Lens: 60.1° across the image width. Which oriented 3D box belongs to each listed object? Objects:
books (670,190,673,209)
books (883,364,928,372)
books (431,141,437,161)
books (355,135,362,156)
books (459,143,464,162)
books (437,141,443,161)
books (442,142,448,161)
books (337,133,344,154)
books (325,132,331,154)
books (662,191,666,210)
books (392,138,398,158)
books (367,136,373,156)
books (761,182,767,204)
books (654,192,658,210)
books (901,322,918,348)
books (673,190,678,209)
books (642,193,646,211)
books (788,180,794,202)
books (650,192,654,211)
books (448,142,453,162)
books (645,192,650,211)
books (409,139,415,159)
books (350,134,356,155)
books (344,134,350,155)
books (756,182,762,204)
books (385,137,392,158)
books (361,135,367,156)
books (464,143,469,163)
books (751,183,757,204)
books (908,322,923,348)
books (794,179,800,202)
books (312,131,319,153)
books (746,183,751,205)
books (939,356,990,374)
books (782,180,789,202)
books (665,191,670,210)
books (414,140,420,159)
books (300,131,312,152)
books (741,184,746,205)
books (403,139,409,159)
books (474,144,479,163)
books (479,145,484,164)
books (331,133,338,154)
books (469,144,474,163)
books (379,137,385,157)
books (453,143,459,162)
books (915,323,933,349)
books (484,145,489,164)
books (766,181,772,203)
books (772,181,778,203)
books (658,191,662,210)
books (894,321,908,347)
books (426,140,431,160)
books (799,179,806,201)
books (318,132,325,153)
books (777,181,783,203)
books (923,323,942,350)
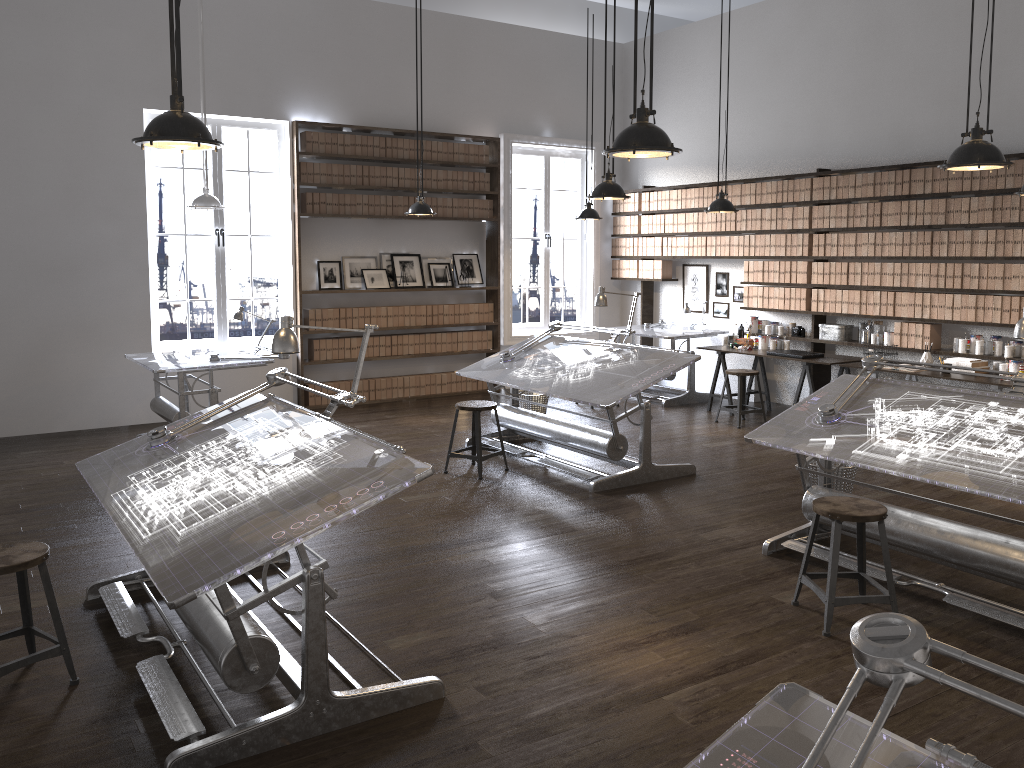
[{"bbox_3d":[1.951,-2.174,10.476,0.175,0.224,0.067,-4,7,-33],"label":"books"},{"bbox_3d":[3.349,-0.143,7.562,0.256,0.029,0.356,-5,10,-32],"label":"books"},{"bbox_3d":[-0.923,-2.644,10.085,0.067,0.224,0.175,-4,7,-33],"label":"books"},{"bbox_3d":[-1.693,-2.572,9.588,0.067,0.225,0.175,-4,7,-33],"label":"books"},{"bbox_3d":[-0.627,-2.672,10.280,0.067,0.224,0.175,-4,7,-33],"label":"books"},{"bbox_3d":[-0.864,-2.650,10.127,0.067,0.224,0.175,-4,7,-33],"label":"books"},{"bbox_3d":[-0.808,-2.656,10.168,0.067,0.224,0.175,-4,7,-33],"label":"books"},{"bbox_3d":[-1.863,-2.556,9.479,0.067,0.225,0.175,-4,7,-33],"label":"books"},{"bbox_3d":[-1.984,-2.546,9.408,0.067,0.224,0.175,-4,7,-33],"label":"books"},{"bbox_3d":[1.879,-2.191,10.588,0.175,0.224,0.067,-4,7,-33],"label":"books"},{"bbox_3d":[-1.336,-2.606,9.826,0.067,0.224,0.175,-4,7,-33],"label":"books"},{"bbox_3d":[-1.580,-2.583,9.668,0.067,0.224,0.175,-4,7,-33],"label":"books"},{"bbox_3d":[2.709,-2.005,9.315,0.175,0.224,0.067,-4,7,-33],"label":"books"},{"bbox_3d":[1.798,-2.207,10.705,0.175,0.224,0.067,-4,7,-33],"label":"books"},{"bbox_3d":[3.617,-0.447,8.044,0.175,0.224,0.067,-4,7,-33],"label":"books"},{"bbox_3d":[1.984,-2.166,10.422,0.175,0.224,0.067,-4,7,-33],"label":"books"},{"bbox_3d":[1.683,-2.235,10.891,0.175,0.224,0.067,-4,7,-33],"label":"books"},{"bbox_3d":[2.899,-1.962,9.020,0.175,0.224,0.067,-4,7,-33],"label":"books"},{"bbox_3d":[1.764,-2.216,10.767,0.175,0.224,0.067,-4,7,-33],"label":"books"},{"bbox_3d":[-0.748,-2.661,10.204,0.067,0.224,0.175,-4,7,-33],"label":"books"},{"bbox_3d":[1.718,-2.225,10.826,0.175,0.225,0.067,-4,7,-33],"label":"books"},{"bbox_3d":[-1.162,-2.623,9.939,0.067,0.224,0.175,-4,7,-33],"label":"books"},{"bbox_3d":[-1.751,-2.567,9.556,0.067,0.224,0.175,-4,7,-33],"label":"books"},{"bbox_3d":[-1.803,-2.562,9.520,0.067,0.224,0.175,-4,7,-33],"label":"books"},{"bbox_3d":[2.670,-2.014,9.373,0.175,0.224,0.067,-4,7,-33],"label":"books"},{"bbox_3d":[-1.395,-2.600,9.781,0.067,0.225,0.175,-4,7,-33],"label":"books"},{"bbox_3d":[-1.640,-2.578,9.629,0.067,0.224,0.175,-4,7,-33],"label":"books"},{"bbox_3d":[-0.575,-2.677,10.315,0.067,0.224,0.175,-4,7,-33],"label":"books"},{"bbox_3d":[2.628,-2.022,9.429,0.175,0.225,0.067,-4,7,-33],"label":"books"},{"bbox_3d":[3.656,-0.439,7.985,0.175,0.224,0.067,-4,7,-33],"label":"books"},{"bbox_3d":[2.939,-1.954,8.962,0.175,0.224,0.067,-4,7,-33],"label":"books"},{"bbox_3d":[-2.099,-2.534,9.325,0.067,0.224,0.175,-4,7,-33],"label":"books"},{"bbox_3d":[2.590,-2.031,9.491,0.175,0.224,0.067,-4,7,-33],"label":"books"},{"bbox_3d":[3.714,-0.163,7.321,0.386,0.147,0.296,-5,9,-33],"label":"books"},{"bbox_3d":[2.858,-1.971,9.082,0.175,0.224,0.067,-4,7,-33],"label":"books"},{"bbox_3d":[1.911,-2.182,10.529,0.175,0.225,0.067,-4,7,-33],"label":"books"},{"bbox_3d":[-1.102,-2.628,9.975,0.067,0.224,0.175,-4,7,-33],"label":"books"},{"bbox_3d":[-2.160,-2.528,9.286,0.067,0.225,0.175,-4,7,-33],"label":"books"},{"bbox_3d":[2.557,-2.039,9.544,0.175,0.224,0.067,-4,7,-33],"label":"books"},{"bbox_3d":[-1.218,-2.617,9.898,0.067,0.224,0.175,-4,7,-33],"label":"books"},{"bbox_3d":[-0.463,-2.688,10.389,0.067,0.224,0.175,-4,7,-33],"label":"books"},{"bbox_3d":[-0.404,-2.693,10.427,0.067,0.224,0.175,-4,7,-33],"label":"books"},{"bbox_3d":[-1.924,-2.551,9.445,0.067,0.224,0.175,-4,7,-33],"label":"books"},{"bbox_3d":[-0.517,-2.682,10.347,0.067,0.225,0.175,-4,7,-33],"label":"books"},{"bbox_3d":[-1.461,-2.595,9.745,0.067,0.224,0.175,-4,7,-33],"label":"books"},{"bbox_3d":[-0.687,-2.666,10.239,0.067,0.225,0.175,-4,7,-33],"label":"books"},{"bbox_3d":[3.691,-0.430,7.924,0.175,0.224,0.067,-4,7,-33],"label":"books"},{"bbox_3d":[-0.342,-2.698,10.462,0.067,0.224,0.175,-4,7,-33],"label":"books"},{"bbox_3d":[2.744,-1.996,9.255,0.175,0.224,0.067,-4,7,-33],"label":"books"},{"bbox_3d":[2.780,-1.987,9.193,0.175,0.224,0.067,-4,7,-33],"label":"books"},{"bbox_3d":[1.840,-2.199,10.648,0.175,0.224,0.067,-4,7,-33],"label":"books"},{"bbox_3d":[3.576,-0.455,8.098,0.175,0.225,0.067,-4,7,-33],"label":"books"},{"bbox_3d":[-0.984,-2.638,10.045,0.067,0.225,0.175,-4,7,-33],"label":"books"},{"bbox_3d":[2.974,-1.945,8.902,0.175,0.224,0.067,-4,7,-33],"label":"books"},{"bbox_3d":[-2.040,-2.540,9.367,0.067,0.224,0.175,-4,7,-33],"label":"books"},{"bbox_3d":[2.820,-1.979,9.132,0.175,0.225,0.067,-4,7,-33],"label":"books"},{"bbox_3d":[3.733,-0.422,7.867,0.175,0.224,0.067,-4,7,-33],"label":"books"}]
